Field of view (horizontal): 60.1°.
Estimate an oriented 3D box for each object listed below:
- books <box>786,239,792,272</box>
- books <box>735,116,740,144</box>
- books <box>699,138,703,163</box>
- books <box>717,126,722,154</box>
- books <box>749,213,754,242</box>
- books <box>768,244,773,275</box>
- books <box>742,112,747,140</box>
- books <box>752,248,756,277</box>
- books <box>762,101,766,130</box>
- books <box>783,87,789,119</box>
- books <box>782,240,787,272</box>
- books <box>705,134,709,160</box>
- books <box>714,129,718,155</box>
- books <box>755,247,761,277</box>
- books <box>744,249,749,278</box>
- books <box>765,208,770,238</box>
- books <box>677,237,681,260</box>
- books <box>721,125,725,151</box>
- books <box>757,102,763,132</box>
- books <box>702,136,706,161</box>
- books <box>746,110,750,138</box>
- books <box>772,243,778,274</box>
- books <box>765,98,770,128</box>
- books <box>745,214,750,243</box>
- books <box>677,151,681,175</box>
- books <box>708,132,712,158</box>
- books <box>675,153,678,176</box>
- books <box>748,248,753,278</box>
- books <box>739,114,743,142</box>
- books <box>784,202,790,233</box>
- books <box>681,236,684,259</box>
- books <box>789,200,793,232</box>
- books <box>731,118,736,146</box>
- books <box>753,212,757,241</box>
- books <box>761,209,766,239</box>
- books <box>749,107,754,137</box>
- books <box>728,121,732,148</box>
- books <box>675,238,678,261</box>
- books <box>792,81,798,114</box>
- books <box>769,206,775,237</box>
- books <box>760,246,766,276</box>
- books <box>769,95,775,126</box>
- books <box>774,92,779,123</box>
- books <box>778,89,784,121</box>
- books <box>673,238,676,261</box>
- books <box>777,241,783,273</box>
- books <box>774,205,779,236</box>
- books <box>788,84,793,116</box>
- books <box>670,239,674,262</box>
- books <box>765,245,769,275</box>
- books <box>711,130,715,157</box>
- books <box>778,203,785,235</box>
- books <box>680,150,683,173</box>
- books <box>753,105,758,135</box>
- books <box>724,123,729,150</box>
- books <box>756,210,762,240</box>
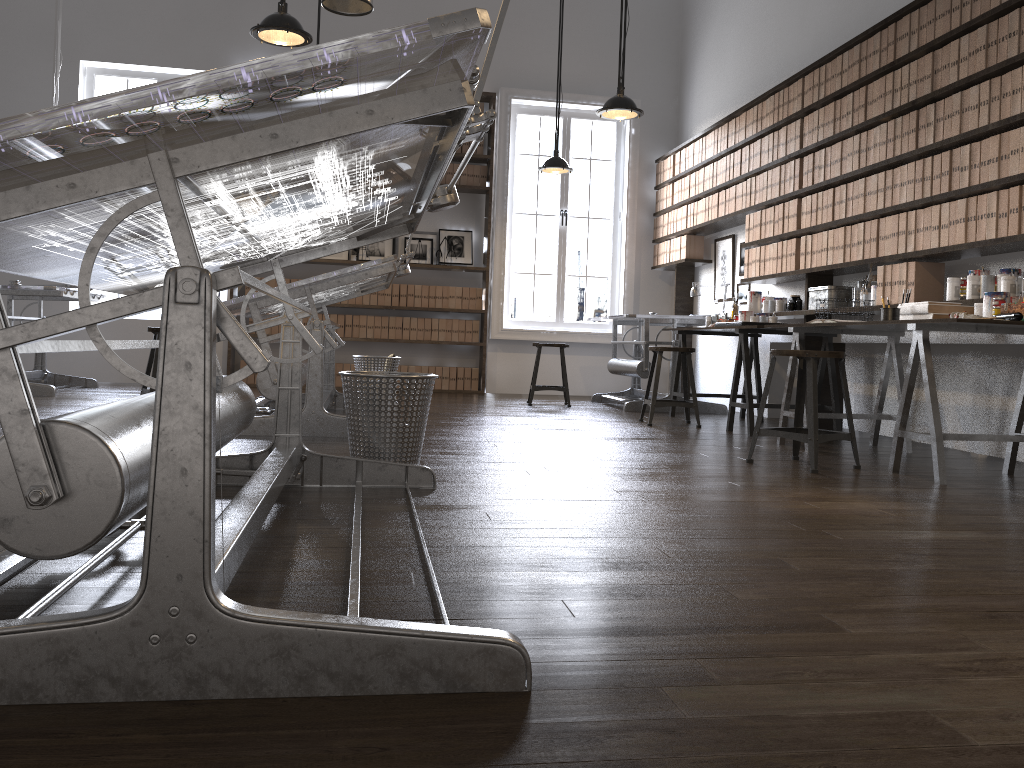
[{"bbox_3d":[2.005,-0.885,6.152,0.174,0.225,0.067,2,0,-9],"label":"books"},{"bbox_3d":[1.889,-2.025,7.107,0.174,0.226,0.067,2,0,-9],"label":"books"},{"bbox_3d":[1.757,-2.064,7.870,0.174,0.226,0.067,2,0,-9],"label":"books"},{"bbox_3d":[1.828,-2.043,7.459,0.174,0.225,0.067,2,0,-9],"label":"books"},{"bbox_3d":[1.910,-1.186,6.765,0.174,0.225,0.067,2,0,-9],"label":"books"},{"bbox_3d":[1.957,-0.899,6.421,0.174,0.226,0.067,2,0,-9],"label":"books"},{"bbox_3d":[1.905,-2.019,6.970,0.174,0.226,0.067,2,0,-9],"label":"books"},{"bbox_3d":[1.911,-0.913,6.699,0.174,0.225,0.067,2,0,-9],"label":"books"},{"bbox_3d":[1.968,-2.001,6.633,0.174,0.226,0.067,2,0,-9],"label":"books"},{"bbox_3d":[2.024,-1.984,6.285,0.174,0.226,0.067,2,0,-9],"label":"books"},{"bbox_3d":[1.992,-0.888,6.216,0.174,0.225,0.067,2,0,-9],"label":"books"},{"bbox_3d":[1.786,-2.057,7.733,0.174,0.226,0.067,2,0,-9],"label":"books"},{"bbox_3d":[1.814,-2.046,7.520,0.174,0.226,0.067,2,0,-9],"label":"books"},{"bbox_3d":[1.921,-0.909,6.628,0.174,0.226,0.067,2,0,-9],"label":"books"},{"bbox_3d":[1.886,-0.919,6.827,0.174,0.226,0.067,2,0,-9],"label":"books"},{"bbox_3d":[1.957,-1.173,6.501,0.174,0.226,0.067,2,0,-9],"label":"books"},{"bbox_3d":[1.649,-1.265,8.318,0.174,0.226,0.067,2,0,-9],"label":"books"},{"bbox_3d":[1.841,-2.040,7.394,0.174,0.225,0.067,2,0,-9],"label":"books"},{"bbox_3d":[1.955,-2.005,6.702,0.174,0.226,0.067,2,0,-9],"label":"books"},{"bbox_3d":[1.772,-2.060,7.802,0.174,0.226,0.067,2,0,-9],"label":"books"},{"bbox_3d":[1.921,-2.015,6.905,0.174,0.225,0.067,2,0,-9],"label":"books"},{"bbox_3d":[1.965,-0.895,6.349,0.174,0.226,0.067,2,0,-9],"label":"books"},{"bbox_3d":[1.976,-1.998,6.564,0.174,0.226,0.067,2,0,-9],"label":"books"},{"bbox_3d":[1.897,-1.190,6.836,0.174,0.226,0.067,2,0,-9],"label":"books"},{"bbox_3d":[1.665,-2.092,8.420,0.174,0.226,0.067,2,0,-9],"label":"books"},{"bbox_3d":[1.793,-2.053,7.664,0.174,0.226,0.067,2,0,-9],"label":"books"},{"bbox_3d":[1.659,-2.095,8.494,0.174,0.225,0.067,2,0,-9],"label":"books"},{"bbox_3d":[1.902,-0.916,6.762,0.174,0.225,0.067,2,0,-9],"label":"books"},{"bbox_3d":[1.900,-2.022,7.037,0.174,0.226,0.067,2,0,-9],"label":"books"},{"bbox_3d":[2.005,-1.159,6.214,0.174,0.225,0.067,2,0,-9],"label":"books"},{"bbox_3d":[1.668,-1.261,8.250,0.174,0.226,0.067,2,0,-9],"label":"books"},{"bbox_3d":[2.015,-1.155,6.139,0.174,0.225,0.067,2,0,-9],"label":"books"},{"bbox_3d":[1.873,-2.029,7.176,0.174,0.226,0.067,2,0,-9],"label":"books"},{"bbox_3d":[1.922,-1.183,6.703,0.174,0.225,0.067,2,0,-9],"label":"books"},{"bbox_3d":[1.945,-1.177,6.571,0.174,0.226,0.067,2,0,-9],"label":"books"},{"bbox_3d":[1.930,-2.012,6.842,0.174,0.225,0.067,2,0,-9],"label":"books"},{"bbox_3d":[1.866,-2.032,7.247,0.174,0.226,0.067,2,0,-9],"label":"books"},{"bbox_3d":[1.643,-1.268,8.384,0.174,0.225,0.067,2,0,-9],"label":"books"},{"bbox_3d":[2.045,-1.977,6.147,0.174,0.226,0.067,2,0,-9],"label":"books"},{"bbox_3d":[1.965,-1.170,6.431,0.174,0.226,0.067,2,0,-9],"label":"books"},{"bbox_3d":[1.936,-0.906,6.559,0.174,0.226,0.067,2,0,-9],"label":"books"},{"bbox_3d":[1.985,-1.995,6.492,0.174,0.226,0.067,2,0,-9],"label":"books"},{"bbox_3d":[1.996,-1.991,6.420,0.174,0.226,0.067,2,0,-9],"label":"books"},{"bbox_3d":[2.011,-1.988,6.359,0.174,0.225,0.067,2,0,-9],"label":"books"},{"bbox_3d":[1.631,-1.271,8.446,0.174,0.225,0.067,2,0,-9],"label":"books"},{"bbox_3d":[1.977,-0.892,6.278,0.174,0.226,0.067,2,0,-9],"label":"books"},{"bbox_3d":[1.981,-1.166,6.361,0.174,0.226,0.067,2,0,-9],"label":"books"},{"bbox_3d":[2.038,-1.980,6.217,0.174,0.226,0.067,2,0,-9],"label":"books"},{"bbox_3d":[1.617,-1.275,8.517,0.174,0.226,0.067,2,0,-9],"label":"books"},{"bbox_3d":[1.949,-0.902,6.490,0.174,0.226,0.067,2,0,-9],"label":"books"},{"bbox_3d":[1.802,-2.050,7.592,0.174,0.226,0.067,2,0,-9],"label":"books"},{"bbox_3d":[1.988,-1.162,6.286,0.174,0.226,0.067,2,0,-9],"label":"books"},{"bbox_3d":[1.683,-2.088,8.347,0.174,0.226,0.067,2,0,-9],"label":"books"},{"bbox_3d":[1.940,-2.009,6.770,0.174,0.226,0.067,2,0,-9],"label":"books"},{"bbox_3d":[1.848,-2.036,7.320,0.174,0.226,0.067,2,0,-9],"label":"books"},{"bbox_3d":[1.929,-1.180,6.637,0.174,0.226,0.067,2,0,-9],"label":"books"}]
